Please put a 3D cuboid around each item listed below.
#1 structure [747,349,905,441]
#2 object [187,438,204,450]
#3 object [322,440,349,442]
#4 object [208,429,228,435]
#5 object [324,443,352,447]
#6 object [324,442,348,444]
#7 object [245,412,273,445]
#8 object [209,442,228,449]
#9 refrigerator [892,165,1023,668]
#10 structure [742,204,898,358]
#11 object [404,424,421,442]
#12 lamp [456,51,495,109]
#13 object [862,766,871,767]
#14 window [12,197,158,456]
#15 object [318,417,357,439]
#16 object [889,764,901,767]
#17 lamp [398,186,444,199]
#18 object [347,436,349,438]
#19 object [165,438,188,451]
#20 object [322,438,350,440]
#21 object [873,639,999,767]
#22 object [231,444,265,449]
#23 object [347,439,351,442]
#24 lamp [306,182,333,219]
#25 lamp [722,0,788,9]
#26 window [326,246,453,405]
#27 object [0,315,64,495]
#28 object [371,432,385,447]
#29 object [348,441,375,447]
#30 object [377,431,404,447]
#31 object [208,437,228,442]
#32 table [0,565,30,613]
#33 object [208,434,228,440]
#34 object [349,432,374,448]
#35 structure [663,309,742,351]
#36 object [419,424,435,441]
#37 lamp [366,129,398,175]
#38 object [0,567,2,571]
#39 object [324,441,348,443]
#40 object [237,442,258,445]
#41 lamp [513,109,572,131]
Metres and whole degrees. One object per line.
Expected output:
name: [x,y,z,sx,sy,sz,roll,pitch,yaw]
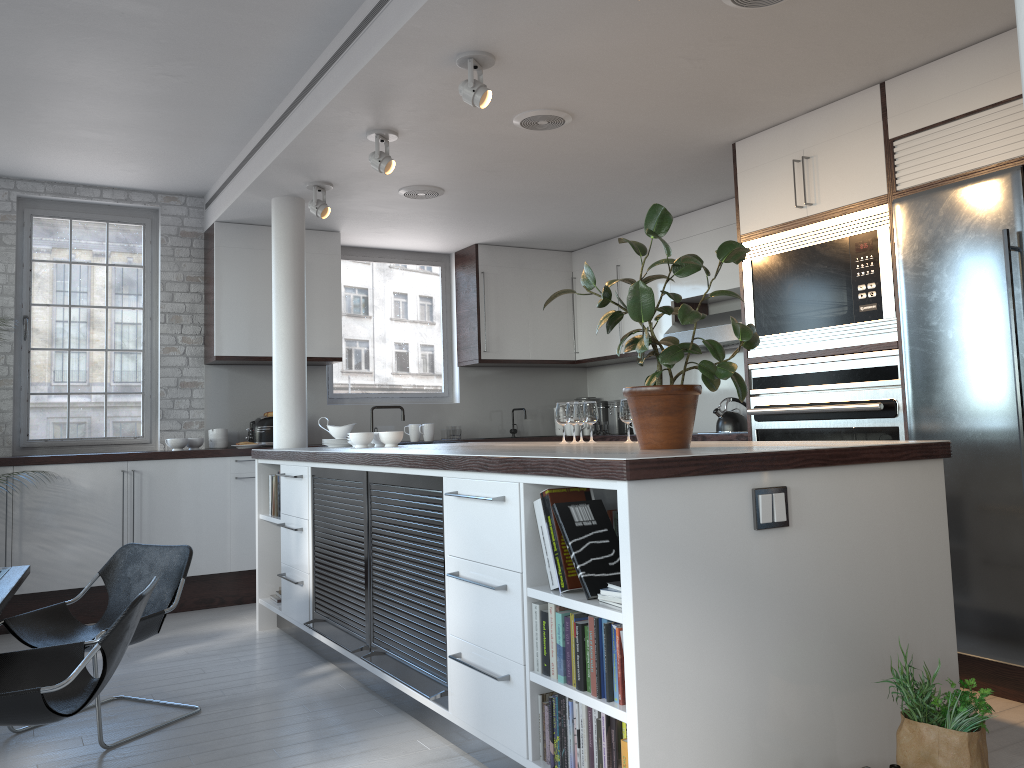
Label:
structure: [2.055,0.366,5.044,1.024,1.030,1.046,0,-5,-30]
object: [-2.509,0.473,6.995,0.156,0.093,0.156,-5,-4,41]
object: [-1.176,0.398,6.111,0.261,0.028,0.261,-2,-3,-2]
object: [-2.390,0.401,7.206,0.153,0.075,0.152,-3,-4,27]
object: [-1.176,0.421,6.109,0.261,0.028,0.261,1,-4,-41]
object: [-1.176,0.413,6.110,0.262,0.028,0.261,-2,-3,-6]
object: [-1.988,0.373,7.324,0.414,0.292,0.277,0,-4,-30]
object: [-2.383,0.499,7.200,0.153,0.056,0.153,-3,-3,13]
refrigerator: [2.390,0.116,3.617,0.190,2.202,1.749,1,-5,-30]
structure: [2.077,-0.538,5.154,0.957,0.706,1.029,0,-4,-30]
object: [-0.861,0.429,7.755,0.138,0.152,0.108,1,-5,-35]
lamp: [-0.165,-1.387,4.096,0.183,0.239,0.182,0,-5,-26]
object: [0.951,1.264,2.401,0.455,0.249,0.388,0,-4,-24]
window: [-5.204,-0.513,11.161,8.134,6.090,9.121,0,-4,-30]
object: [-1.205,0.312,6.117,0.269,0.174,0.130,-2,-4,-1]
object: [0.844,1.228,2.345,0.556,0.325,0.288,-2,-4,-3]
lamp: [-0.651,-1.372,6.367,0.328,0.025,0.328,-4,-3,35]
object: [-0.973,0.362,5.876,0.235,0.041,0.235,0,-4,-37]
object: [-2.584,0.468,6.846,0.156,0.093,0.156,0,-4,-31]
object: [-1.177,0.391,6.112,0.261,0.028,0.261,1,-4,-42]
object: [1.248,1.080,2.602,0.344,0.623,0.211,-4,-5,28]
object: [-2.082,0.493,6.999,0.261,0.028,0.261,1,-4,-42]
object: [-0.973,0.380,5.875,0.235,0.041,0.235,0,-3,-31]
lamp: [-1.323,-1.253,6.103,0.183,0.239,0.182,0,-5,-26]
lamp: [0.994,-1.564,3.515,0.328,0.025,0.327,0,-3,-32]
window: [-1.150,-0.539,8.291,1.298,1.463,0.132,1,-6,-30]
object: [-4.091,0.407,5.287,1.921,2.631,2.394,-3,-4,18]
object: [-0.839,0.353,5.658,0.156,0.093,0.156,1,-5,-44]
object: [-0.971,0.397,5.873,0.235,0.041,0.235,0,-3,-34]
object: [-0.752,0.342,5.506,0.156,0.093,0.156,-1,-4,-15]
object: [-2.386,0.463,7.200,0.154,0.074,0.152,0,-4,-27]
table: [-2.402,1.183,3.231,0.959,0.705,1.912,0,-3,-23]
object: [-2.387,0.433,7.201,0.153,0.063,0.152,-2,-3,-1]
object: [-0.930,0.347,5.490,0.156,0.093,0.156,0,-4,-30]
structure: [1.738,-0.434,7.026,0.522,0.250,1.039,0,-3,-30]
object: [-0.734,0.424,7.734,0.109,0.152,0.138,-3,-4,21]
lamp: [-0.744,-1.320,5.100,0.183,0.239,0.182,0,-5,-26]
object: [-2.458,0.822,4.060,0.204,0.099,0.175,0,-4,-25]
object: [-1.176,0.406,6.110,0.262,0.028,0.261,-2,-3,-6]
object: [-2.090,0.478,7.000,0.138,0.044,0.136,-3,-3,22]
lamp: [0.171,-1.468,4.942,0.328,0.025,0.327,0,-3,-25]
